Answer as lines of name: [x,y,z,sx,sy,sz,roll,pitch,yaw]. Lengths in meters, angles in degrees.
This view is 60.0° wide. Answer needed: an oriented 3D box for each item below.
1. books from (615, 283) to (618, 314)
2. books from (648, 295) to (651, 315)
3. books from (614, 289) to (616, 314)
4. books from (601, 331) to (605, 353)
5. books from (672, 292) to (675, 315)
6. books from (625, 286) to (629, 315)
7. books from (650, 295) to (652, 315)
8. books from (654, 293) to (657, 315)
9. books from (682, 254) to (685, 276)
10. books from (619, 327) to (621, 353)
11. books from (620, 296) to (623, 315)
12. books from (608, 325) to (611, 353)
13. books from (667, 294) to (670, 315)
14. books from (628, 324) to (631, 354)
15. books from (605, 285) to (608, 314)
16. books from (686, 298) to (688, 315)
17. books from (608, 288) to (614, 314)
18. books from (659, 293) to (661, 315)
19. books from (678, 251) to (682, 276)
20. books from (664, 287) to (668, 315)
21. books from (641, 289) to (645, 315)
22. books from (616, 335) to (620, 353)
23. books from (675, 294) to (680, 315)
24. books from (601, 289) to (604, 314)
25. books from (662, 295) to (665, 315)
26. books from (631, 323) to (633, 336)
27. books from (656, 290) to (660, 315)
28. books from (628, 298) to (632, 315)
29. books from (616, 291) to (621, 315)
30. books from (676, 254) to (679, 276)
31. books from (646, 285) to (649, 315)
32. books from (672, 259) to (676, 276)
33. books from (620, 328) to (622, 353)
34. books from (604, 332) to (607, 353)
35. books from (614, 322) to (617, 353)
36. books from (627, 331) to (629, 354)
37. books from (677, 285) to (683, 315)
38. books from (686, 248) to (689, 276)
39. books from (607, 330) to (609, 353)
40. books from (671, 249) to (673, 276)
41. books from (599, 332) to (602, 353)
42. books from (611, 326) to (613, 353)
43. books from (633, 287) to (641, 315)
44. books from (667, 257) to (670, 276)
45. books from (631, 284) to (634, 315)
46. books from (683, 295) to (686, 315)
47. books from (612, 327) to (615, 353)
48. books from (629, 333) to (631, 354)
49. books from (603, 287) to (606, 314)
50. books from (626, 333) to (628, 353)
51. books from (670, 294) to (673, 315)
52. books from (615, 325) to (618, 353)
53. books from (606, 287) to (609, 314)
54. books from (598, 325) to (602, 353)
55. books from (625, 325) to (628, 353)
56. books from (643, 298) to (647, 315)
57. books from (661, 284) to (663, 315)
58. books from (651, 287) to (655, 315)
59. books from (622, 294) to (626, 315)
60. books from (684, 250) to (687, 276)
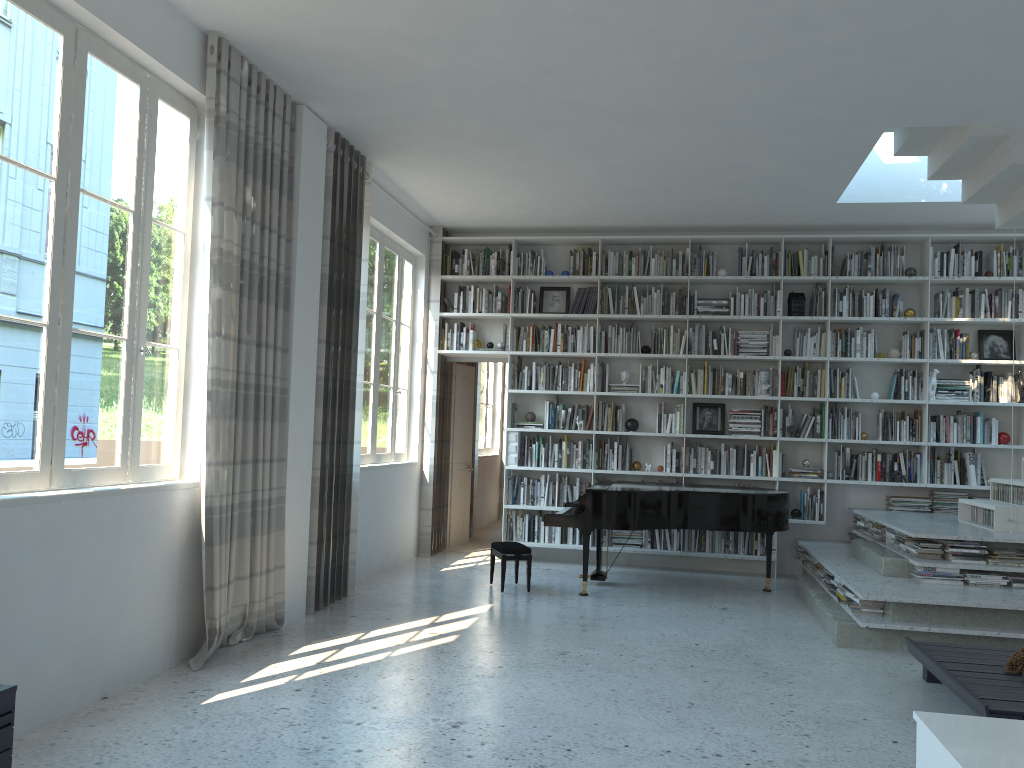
books: [1.011,-0.800,8.562,0.012,0.315,0.171,2,-3,11]
books: [1.323,-0.739,8.536,0.024,0.212,0.128,2,-3,11]
books: [1.001,-0.773,8.572,0.011,0.260,0.157,2,-3,11]
books: [0.889,-0.391,8.595,0.029,0.224,0.136,2,-3,11]
books: [1.548,-0.747,8.484,0.024,0.237,0.153,2,-3,11]
books: [1.111,-0.787,8.551,0.023,0.293,0.156,2,-3,11]
books: [1.335,-0.739,8.507,0.010,0.208,0.173,2,-3,11]
books: [1.374,-0.747,8.489,0.021,0.226,0.191,2,-3,11]
books: [1.633,-1.107,8.460,0.026,0.225,0.172,2,-3,11]
books: [1.044,-0.408,8.526,0.009,0.263,0.189,2,-3,11]
books: [1.059,-0.742,8.566,0.024,0.201,0.153,2,-3,11]
books: [0.948,-0.418,8.563,0.026,0.279,0.151,2,-3,11]
books: [1.496,-0.739,8.474,0.030,0.217,0.182,2,-3,11]
books: [1.130,-0.419,8.524,0.011,0.291,0.176,2,-3,11]
books: [0.918,-0.798,8.612,0.014,0.309,0.130,2,-3,11]
books: [1.669,-0.721,8.472,0.019,0.194,0.098,2,-3,11]
books: [0.964,-0.780,8.587,0.067,0.274,0.168,2,-3,11]
books: [1.421,-0.747,8.496,0.013,0.231,0.141,2,-3,11]
books: [1.610,-1.124,8.487,0.029,0.261,0.151,2,-3,11]
books: [1.476,-0.775,8.500,0.022,0.290,0.146,2,-3,11]
books: [1.256,-0.768,8.531,0.027,0.265,0.168,2,-3,11]
books: [1.029,-0.369,8.552,0.029,0.186,0.149,2,-3,11]
books: [1.584,-0.760,8.458,0.055,0.263,0.167,2,-3,11]
books: [0.880,-0.775,8.582,0.023,0.256,0.175,2,-3,11]
books: [1.452,-0.737,8.500,0.024,0.213,0.150,2,-3,11]
books: [1.152,-0.433,8.534,0.004,0.320,0.153,2,-3,11]
books: [1.402,-0.763,8.503,0.028,0.260,0.135,2,-3,11]
books: [1.139,-0.729,8.553,0.034,0.180,0.160,2,-3,11]
books: [1.031,-0.763,8.558,0.031,0.241,0.181,2,-3,11]
books: [1.581,-1.113,8.483,0.026,0.237,0.149,2,-3,11]
books: [1.302,-0.789,8.517,0.012,0.307,0.145,2,-3,11]
books: [1.551,-1.088,8.478,0.031,0.184,0.177,2,-3,11]
books: [1.054,-0.402,8.526,0.012,0.251,0.184,2,-3,11]
books: [0.915,-0.387,8.589,0.024,0.219,0.140,2,-3,11]
books: [1.004,-0.434,8.564,0.011,0.317,0.154,2,-3,11]
books: [1.121,-0.386,8.544,0.011,0.226,0.129,2,-3,11]
books: [1.600,-0.779,8.456,0.058,0.302,0.175,2,-3,11]
books: [1.674,-1.137,8.458,0.026,0.288,0.176,2,-3,11]
books: [0.931,-0.398,8.573,0.012,0.240,0.134,2,-3,11]
books: [1.532,-1.139,8.490,0.013,0.285,0.159,2,-3,11]
books: [0.863,-0.384,8.574,0.015,0.207,0.186,2,-3,11]
books: [0.966,-0.416,8.556,0.012,0.276,0.157,2,-3,11]
books: [1.204,-0.781,8.526,0.075,0.285,0.178,2,-3,11]
books: [1.498,-1.098,8.476,0.026,0.200,0.187,2,-3,11]
books: [1.166,-0.795,8.560,0.013,0.315,0.135,2,-3,11]
books: [1.645,-0.731,8.470,0.028,0.211,0.134,2,-3,11]
books: [0.983,-0.408,8.554,0.024,0.262,0.177,2,-3,11]
books: [1.144,-0.380,8.545,0.012,0.217,0.133,2,-3,11]
books: [0.901,-0.787,8.594,0.013,0.283,0.159,2,-3,11]
books: [1.106,-0.379,8.522,0.011,0.209,0.181,2,-3,11]
books: [1.522,-0.741,8.473,0.022,0.222,0.161,2,-3,11]
books: [1.009,-0.419,8.541,0.010,0.283,0.184,2,-3,11]
books: [0.925,-0.788,8.587,0.010,0.287,0.148,2,-3,11]
books: [0.854,-0.422,8.595,0.012,0.285,0.159,2,-3,11]
books: [1.098,-0.414,8.532,0.011,0.279,0.169,2,-3,11]
books: [1.280,-0.726,8.518,0.028,0.180,0.168,2,-3,11]
books: [1.432,-0.789,8.485,0.011,0.313,0.183,2,-3,11]
books: [1.356,-0.776,8.518,0.026,0.286,0.137,2,-3,11]
books: [1.084,-0.750,8.554,0.029,0.218,0.157,2,-3,11]
books: [1.655,-1.127,8.465,0.014,0.267,0.171,2,-3,11]
